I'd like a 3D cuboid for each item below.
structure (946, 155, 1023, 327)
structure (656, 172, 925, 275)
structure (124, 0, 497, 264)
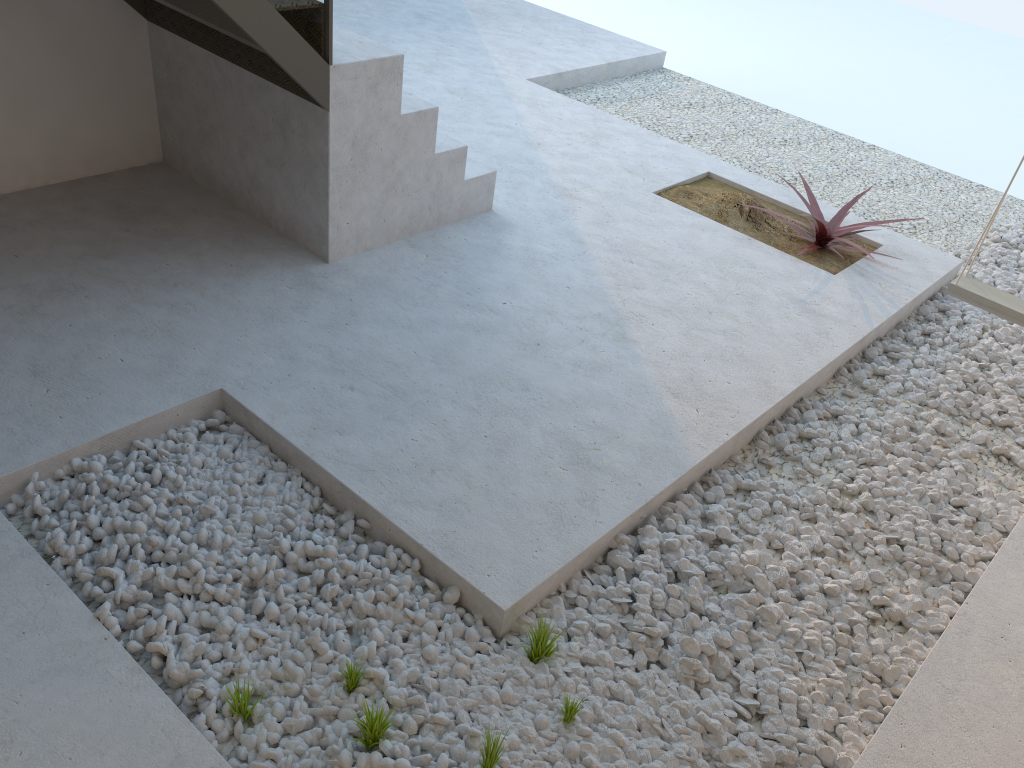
[{"bbox_3d":[1.954,-1.006,2.661,0.452,1.953,0.126,32,43,27],"label":"structure"},{"bbox_3d":[1.328,-0.845,4.311,1.178,0.306,0.728,33,42,28],"label":"structure"},{"bbox_3d":[-2.414,-1.546,0.959,1.133,4.132,6.393,34,43,29],"label":"structure"}]
